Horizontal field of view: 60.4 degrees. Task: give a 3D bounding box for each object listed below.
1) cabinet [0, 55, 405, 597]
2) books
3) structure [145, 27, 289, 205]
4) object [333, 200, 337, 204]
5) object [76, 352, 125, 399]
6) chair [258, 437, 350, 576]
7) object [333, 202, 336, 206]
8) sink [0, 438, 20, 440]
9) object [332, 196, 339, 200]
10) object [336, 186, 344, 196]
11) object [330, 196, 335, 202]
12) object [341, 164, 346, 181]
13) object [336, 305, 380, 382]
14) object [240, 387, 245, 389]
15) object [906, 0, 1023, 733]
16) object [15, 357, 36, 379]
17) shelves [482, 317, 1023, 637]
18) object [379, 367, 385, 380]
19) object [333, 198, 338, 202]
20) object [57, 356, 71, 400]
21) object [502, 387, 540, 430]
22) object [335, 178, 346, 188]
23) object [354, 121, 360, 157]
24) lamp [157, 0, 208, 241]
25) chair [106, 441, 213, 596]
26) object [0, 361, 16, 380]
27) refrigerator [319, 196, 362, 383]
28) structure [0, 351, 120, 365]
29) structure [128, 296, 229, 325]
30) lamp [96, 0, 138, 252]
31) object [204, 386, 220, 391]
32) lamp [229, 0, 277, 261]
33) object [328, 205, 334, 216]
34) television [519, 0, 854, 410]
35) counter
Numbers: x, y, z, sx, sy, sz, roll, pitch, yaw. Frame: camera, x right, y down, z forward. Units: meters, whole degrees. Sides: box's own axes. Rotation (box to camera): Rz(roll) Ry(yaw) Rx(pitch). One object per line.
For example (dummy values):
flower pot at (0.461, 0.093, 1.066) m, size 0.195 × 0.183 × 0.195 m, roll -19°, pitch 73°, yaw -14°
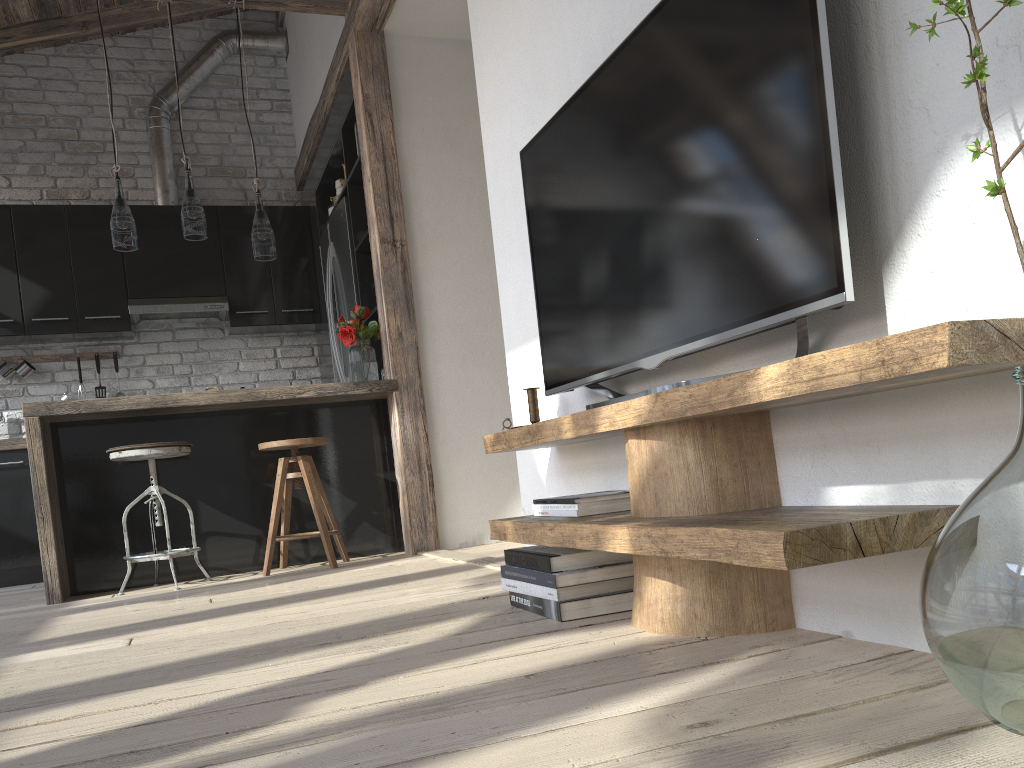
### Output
cabinet at (-2.585, -0.154, 4.724) m, size 4.197 × 2.507 × 2.106 m, roll -5°, pitch -2°, yaw -20°
books at (0.160, 0.402, 2.117) m, size 0.289 × 0.264 × 0.363 m, roll -5°, pitch -3°, yaw -21°
structure at (-1.973, -1.787, 5.998) m, size 0.978 × 1.284 × 0.170 m, roll -6°, pitch 1°, yaw -20°
object at (-0.984, -1.065, 5.204) m, size 0.149 × 0.026 × 0.148 m, roll -8°, pitch -6°, yaw 21°
object at (-2.674, -0.018, 5.714) m, size 0.281 × 0.381 × 0.070 m, roll -6°, pitch 1°, yaw -20°
chair at (-0.980, 0.561, 4.084) m, size 0.341 × 0.595 × 0.341 m, roll -6°, pitch 0°, yaw -1°
object at (-0.982, -1.053, 5.205) m, size 0.149 × 0.022 × 0.149 m, roll -7°, pitch -6°, yaw 6°
sink at (-3.184, 0.341, 5.293) m, size 0.524 × 0.515 × 0.518 m, roll -5°, pitch -2°, yaw -21°
object at (-0.986, -1.088, 5.204) m, size 0.149 × 0.026 × 0.148 m, roll -8°, pitch -6°, yaw 21°
object at (-0.984, -1.121, 5.200) m, size 0.106 × 0.067 × 0.095 m, roll -6°, pitch -4°, yaw -10°
object at (-1.040, -1.101, 5.343) m, size 0.094 × 0.067 × 0.106 m, roll -7°, pitch -4°, yaw 7°
object at (-0.933, -1.154, 4.976) m, size 0.059 × 0.167 × 0.059 m, roll -7°, pitch 1°, yaw -36°
object at (-0.751, -0.197, 4.344) m, size 0.252 × 0.415 × 0.311 m, roll -6°, pitch -1°, yaw 12°
object at (-1.824, 0.161, 6.046) m, size 0.089 × 0.283 × 0.082 m, roll -6°, pitch 1°, yaw -25°
object at (0.604, -0.207, 0.824) m, size 0.273 × 1.120 × 0.519 m, roll -7°, pitch 0°, yaw -34°
object at (-3.088, -0.102, 5.583) m, size 0.117 × 0.139 × 0.093 m, roll -6°, pitch -1°, yaw -4°
shelves at (0.288, 0.259, 1.740) m, size 0.329 × 0.449 × 1.616 m, roll -6°, pitch -5°, yaw -21°
object at (-0.623, -0.062, 4.711) m, size 0.133 × 0.165 × 0.135 m, roll -5°, pitch -2°, yaw -31°
object at (-0.985, -1.077, 5.204) m, size 0.149 × 0.026 × 0.148 m, roll -8°, pitch -6°, yaw 21°
object at (-2.885, -0.022, 5.670) m, size 0.070 × 0.326 × 0.066 m, roll -7°, pitch 1°, yaw -21°
object at (0.060, 0.068, 2.399) m, size 0.139 × 0.112 × 0.141 m, roll -4°, pitch -4°, yaw -38°
object at (-0.992, -1.166, 5.194) m, size 0.094 × 0.067 × 0.107 m, roll -4°, pitch -4°, yaw -35°
object at (-0.729, -1.250, 4.453) m, size 0.124 × 0.206 × 0.125 m, roll -6°, pitch -1°, yaw -16°
lamp at (-1.517, -1.297, 3.985) m, size 0.108 × 1.237 × 0.239 m, roll -6°, pitch 1°, yaw -9°
chair at (-1.560, 0.584, 3.879) m, size 0.355 × 0.636 × 0.353 m, roll -6°, pitch 0°, yaw 13°
object at (-3.192, -0.094, 5.552) m, size 0.117 × 0.139 × 0.093 m, roll -6°, pitch -1°, yaw -19°
refrigerator at (-0.647, -0.026, 5.371) m, size 0.848 × 1.921 × 0.947 m, roll -6°, pitch 0°, yaw -21°
structure at (-3.021, -0.166, 5.632) m, size 0.928 × 0.046 × 0.082 m, roll -4°, pitch -5°, yaw -20°
structure at (-2.191, -0.487, 5.795) m, size 0.597 × 0.103 × 0.371 m, roll -4°, pitch -6°, yaw -21°
lamp at (-1.783, -1.254, 3.877) m, size 0.108 × 1.288 × 0.225 m, roll -7°, pitch 1°, yaw -19°
object at (-1.940, 0.132, 5.706) m, size 0.220 × 0.235 × 0.223 m, roll -5°, pitch -2°, yaw -31°
lamp at (-1.219, -1.267, 4.088) m, size 0.109 × 1.341 × 0.226 m, roll -7°, pitch 1°, yaw -19°
object at (-1.075, -1.081, 5.568) m, size 0.187 × 0.174 × 0.208 m, roll -7°, pitch -3°, yaw 20°
television at (0.264, -0.319, 1.752) m, size 0.206 × 0.704 × 1.112 m, roll -6°, pitch -3°, yaw -21°
counter at (-2.661, 0.674, 4.607) m, size 3.797 × 0.851 × 2.260 m, roll -4°, pitch -5°, yaw -21°
